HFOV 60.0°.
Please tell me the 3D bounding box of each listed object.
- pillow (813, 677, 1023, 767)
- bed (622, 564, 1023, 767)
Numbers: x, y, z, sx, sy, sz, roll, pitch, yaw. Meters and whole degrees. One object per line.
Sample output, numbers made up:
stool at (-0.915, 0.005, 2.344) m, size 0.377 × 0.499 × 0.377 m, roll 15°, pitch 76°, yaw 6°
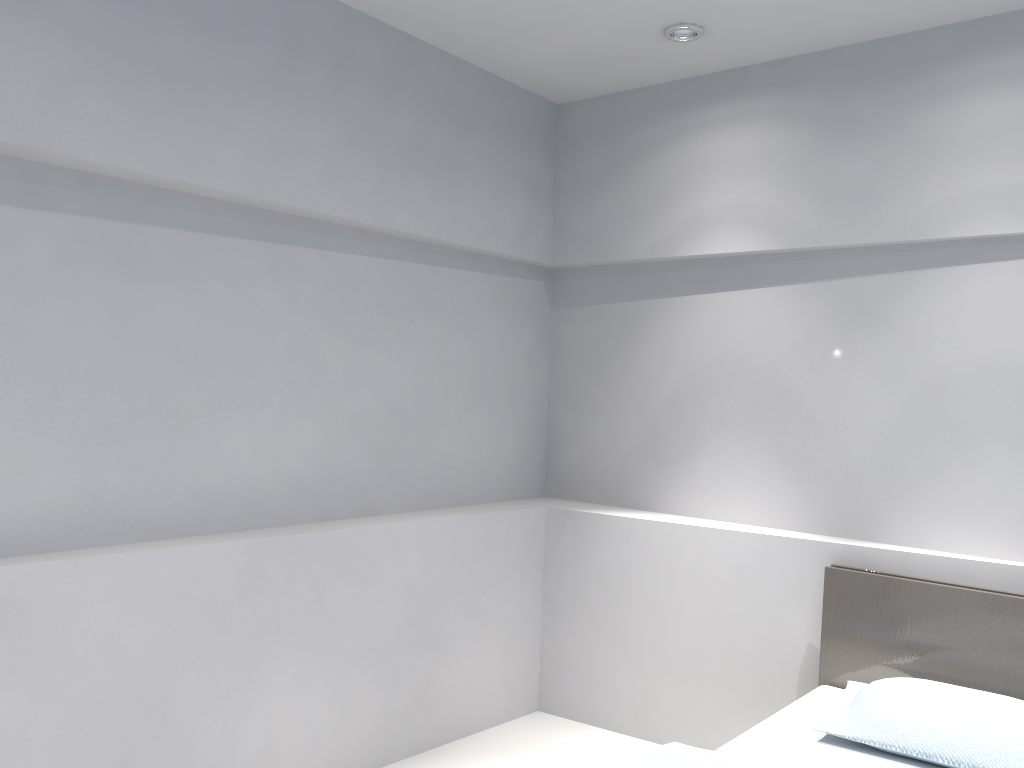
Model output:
pillow at (1.292, 0.977, 2.541) m, size 0.746 × 0.173 × 0.417 m, roll 2°, pitch 0°, yaw 35°
bed at (0.779, 1.011, 2.035) m, size 1.411 × 0.752 × 2.319 m, roll 2°, pitch 0°, yaw 40°
